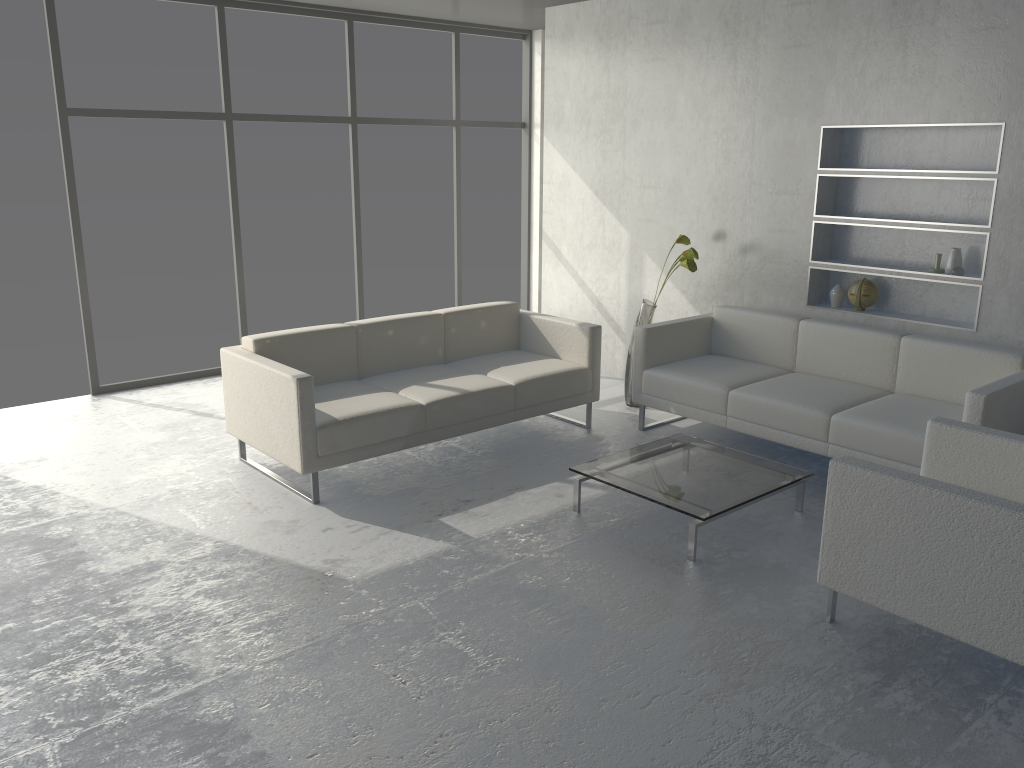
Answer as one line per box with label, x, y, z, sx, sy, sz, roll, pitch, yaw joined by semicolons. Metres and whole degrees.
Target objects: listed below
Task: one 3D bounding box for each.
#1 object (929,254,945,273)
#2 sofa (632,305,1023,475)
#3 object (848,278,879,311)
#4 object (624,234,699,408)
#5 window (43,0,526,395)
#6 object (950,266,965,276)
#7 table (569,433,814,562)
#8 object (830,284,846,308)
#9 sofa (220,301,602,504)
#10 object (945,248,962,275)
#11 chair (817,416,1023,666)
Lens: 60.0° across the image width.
object;2.185;-0.620;4.552;0.074;0.094;0.074;4;15;13
sofa;1.589;0.053;4.564;0.821;0.658;1.881;-12;19;-39
object;1.914;-0.490;4.868;0.163;0.179;0.088;12;19;38
object;0.923;-0.352;5.330;0.387;1.051;0.400;-3;15;-13
window;-1.152;-1.457;6.676;4.080;2.477;0.037;-12;19;-39
object;2.223;-0.564;4.423;0.064;0.050;0.064;-10;18;-34
table;0.778;0.468;3.893;0.773;0.190;0.730;-12;19;-39
object;1.836;-0.498;5.000;0.086;0.128;0.086;-8;17;-29
sofa;-0.461;0.002;4.720;1.881;0.658;0.821;-12;19;-39
object;2.236;-0.621;4.482;0.079;0.130;0.079;-13;20;-41
chair;1.540;0.507;2.832;0.748;0.662;0.821;-12;19;-39
